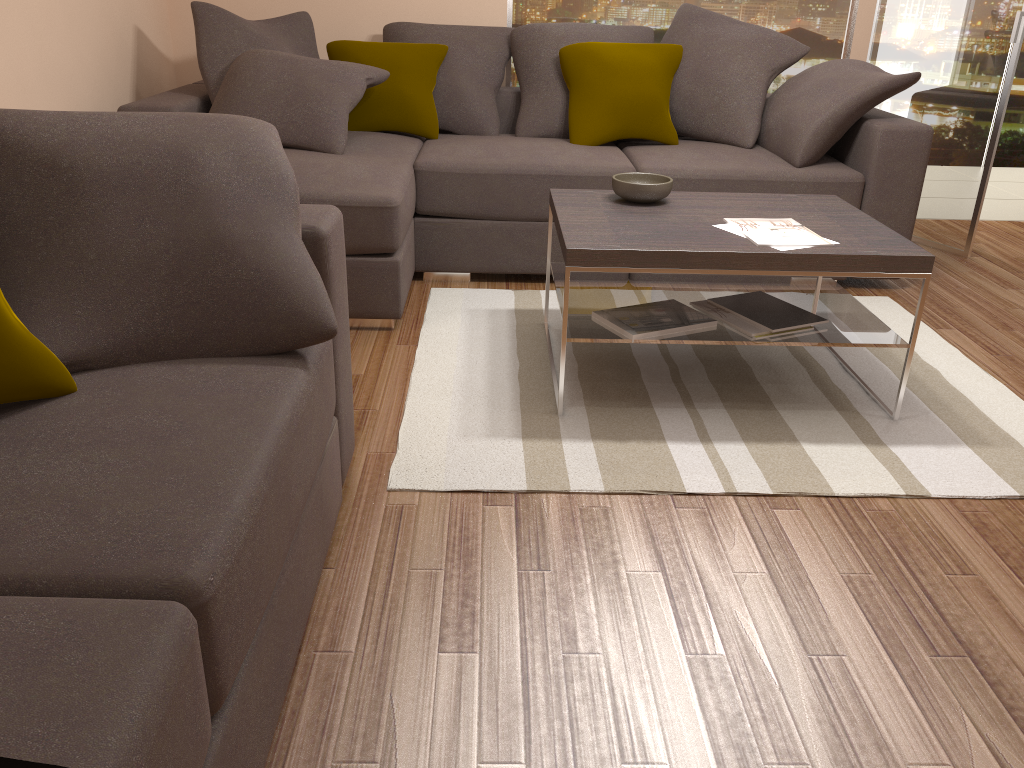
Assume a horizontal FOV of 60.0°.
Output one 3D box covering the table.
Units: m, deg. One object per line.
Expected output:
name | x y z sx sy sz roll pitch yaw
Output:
table | 0.701 -0.313 3.147 1.110 0.558 0.856 1 24 -2

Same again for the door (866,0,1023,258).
door | 2.254 -1.959 4.651 0.060 2.419 0.967 -10 27 -24

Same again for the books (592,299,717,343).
books | 0.468 -0.212 2.928 0.332 0.026 0.241 -11 27 -25

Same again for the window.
window | 0.965 -2.162 5.021 1.983 2.419 0.020 1 24 -2

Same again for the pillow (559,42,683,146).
pillow | 0.573 -1.442 4.445 0.658 0.492 0.382 -4 25 -11

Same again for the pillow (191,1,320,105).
pillow | -1.208 -1.558 4.356 0.483 0.578 0.806 23 31 39

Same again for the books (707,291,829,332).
books | 0.862 -0.250 3.003 0.241 0.008 0.332 -10 27 -25

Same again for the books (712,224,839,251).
books | 0.843 -0.478 2.851 0.241 0.008 0.332 -10 27 -25

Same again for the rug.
rug | 0.701 -0.057 3.258 2.122 0.024 1.791 1 24 -2

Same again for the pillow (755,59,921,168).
pillow | 1.494 -1.306 4.268 0.560 0.470 0.749 -1 24 -5

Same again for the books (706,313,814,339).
books | 0.806 -0.221 2.984 0.241 0.013 0.332 -10 27 -24

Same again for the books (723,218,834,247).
books | 0.852 -0.491 2.864 0.241 0.010 0.332 -1 24 -6

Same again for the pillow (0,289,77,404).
pillow | -1.034 -0.136 1.376 0.382 0.492 0.658 11 26 20

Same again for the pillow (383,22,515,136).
pillow | -0.366 -1.624 4.766 0.787 0.576 0.431 7 25 12

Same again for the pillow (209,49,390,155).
pillow | -1.008 -1.297 4.058 0.792 0.415 0.645 3 24 3

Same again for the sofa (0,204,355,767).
sofa | -0.699 0.618 0.758 1.906 0.776 3.565 1 24 -2

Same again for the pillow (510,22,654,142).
pillow | 0.387 -1.579 4.668 0.783 0.590 0.459 -1 24 -7

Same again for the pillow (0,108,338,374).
pillow | -0.779 -0.311 1.832 0.749 0.470 0.560 -12 27 -28

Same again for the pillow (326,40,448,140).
pillow | -0.656 -1.500 4.565 0.631 0.486 0.335 2 24 1

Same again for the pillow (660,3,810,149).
pillow | 1.026 -1.579 4.498 0.399 0.635 0.811 -20 32 -40

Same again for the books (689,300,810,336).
books | 0.796 -0.235 2.988 0.241 0.008 0.332 -10 27 -24

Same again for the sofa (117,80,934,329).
sofa | 0.067 -0.924 4.252 3.565 0.776 1.906 1 24 -2

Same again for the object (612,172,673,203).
object | 0.473 -0.711 3.237 0.219 0.081 0.219 3 24 3
